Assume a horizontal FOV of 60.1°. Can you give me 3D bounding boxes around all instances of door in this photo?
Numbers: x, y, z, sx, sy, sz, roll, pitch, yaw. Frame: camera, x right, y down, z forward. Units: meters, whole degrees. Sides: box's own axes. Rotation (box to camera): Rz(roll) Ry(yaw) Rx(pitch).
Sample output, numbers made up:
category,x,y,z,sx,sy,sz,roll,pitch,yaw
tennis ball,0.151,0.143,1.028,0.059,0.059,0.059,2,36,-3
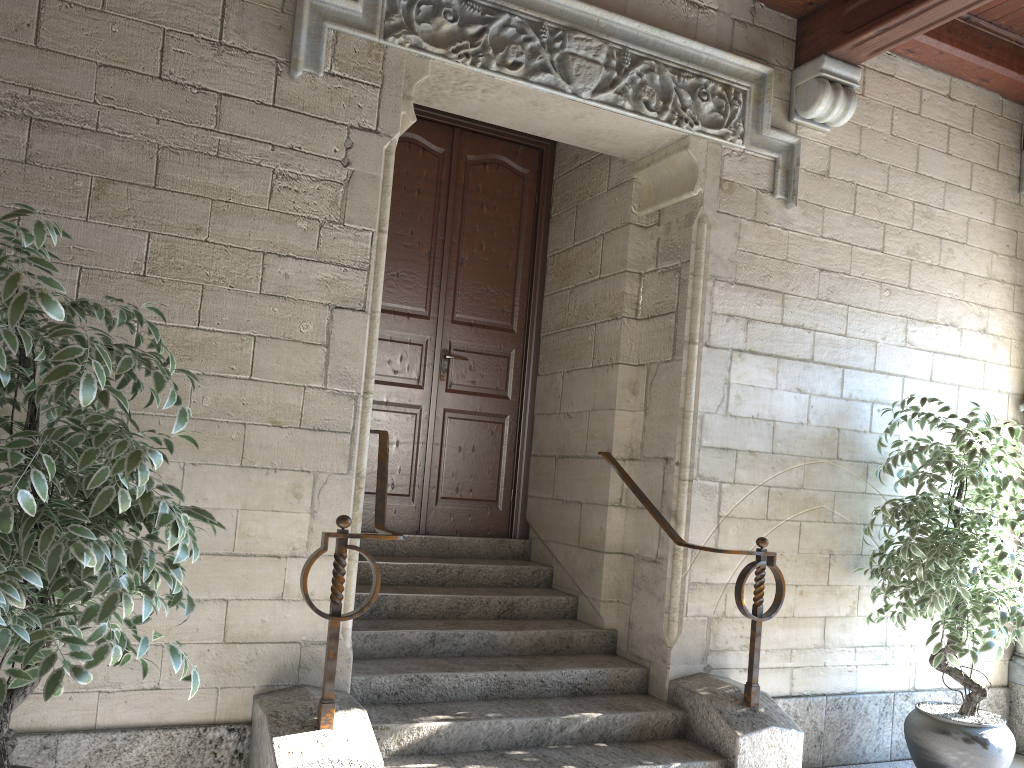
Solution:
category,x,y,z,sx,sy,sz,roll,pitch,yaw
door,-0.371,-0.307,4.376,1.138,2.115,0.226,6,-3,-25

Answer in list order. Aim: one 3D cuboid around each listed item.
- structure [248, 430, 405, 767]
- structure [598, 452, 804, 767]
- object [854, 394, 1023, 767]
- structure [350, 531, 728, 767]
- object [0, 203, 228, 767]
category,x,y,z,sx,sy,sz,roll,pitch,yaw
structure,-0.587,0.759,2.913,0.477,1.258,0.888,6,-4,-25
structure,0.680,0.922,3.516,0.474,1.258,0.888,6,-4,-25
object,1.812,0.846,3.617,0.753,1.614,0.787,7,-4,-29
structure,-0.222,1.094,3.707,1.464,0.807,2.576,7,-6,-25
object,-1.111,0.450,2.000,0.751,1.614,0.789,4,-3,6
